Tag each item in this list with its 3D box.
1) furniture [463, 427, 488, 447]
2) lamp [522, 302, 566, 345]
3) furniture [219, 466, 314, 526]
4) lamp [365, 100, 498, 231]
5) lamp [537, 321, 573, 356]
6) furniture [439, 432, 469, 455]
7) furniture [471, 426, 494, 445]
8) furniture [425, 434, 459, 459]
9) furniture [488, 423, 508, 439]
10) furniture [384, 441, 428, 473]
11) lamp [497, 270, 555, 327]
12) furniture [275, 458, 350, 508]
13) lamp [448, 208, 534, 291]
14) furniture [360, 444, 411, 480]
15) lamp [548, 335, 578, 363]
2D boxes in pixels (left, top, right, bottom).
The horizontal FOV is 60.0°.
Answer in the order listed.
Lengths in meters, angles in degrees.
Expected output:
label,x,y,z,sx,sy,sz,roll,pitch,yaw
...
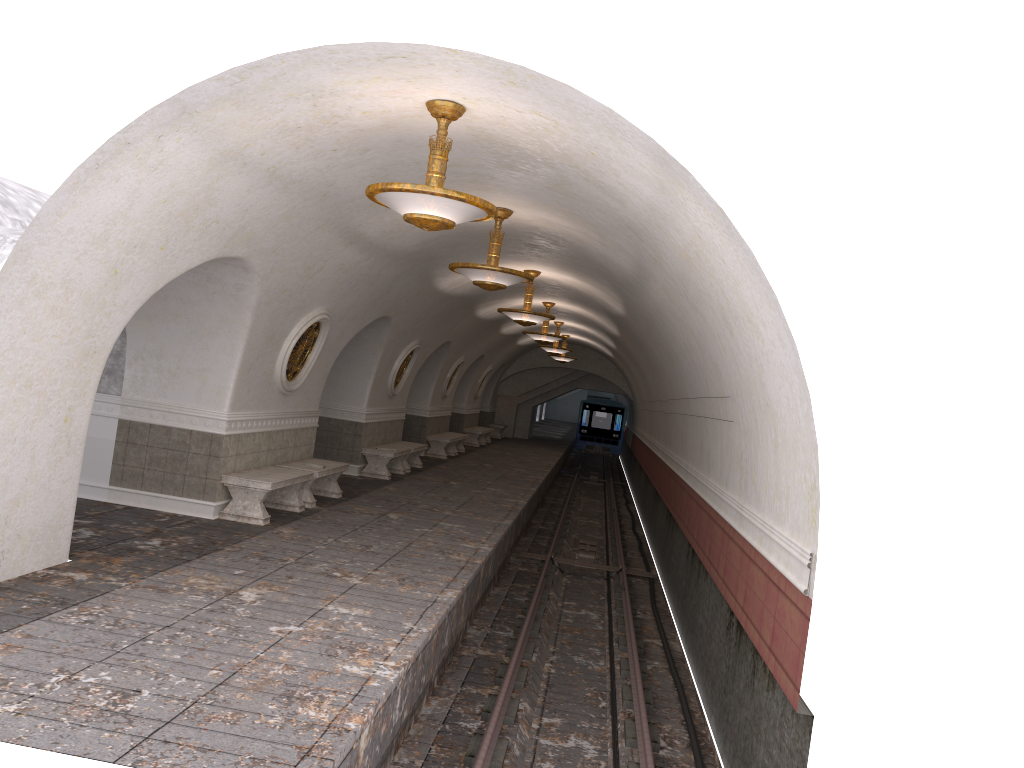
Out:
label,x,y,z,sx,sy,sz,roll,pitch,yaw
furniture,-1.207,1.726,28.808,0.613,0.508,1.509,8,0,6
lamp,0.764,-1.356,20.008,1.008,0.955,1.008,8,0,22
furniture,-3.006,1.355,10.910,0.613,0.508,1.509,8,0,6
lamp,-0.570,-1.631,6.731,1.008,0.955,1.008,8,0,-38
lamp,1.247,-1.256,24.811,1.008,0.955,1.008,8,0,22
furniture,-1.635,1.638,24.550,0.613,0.508,1.509,8,0,6
furniture,-1.039,1.761,30.481,0.613,0.508,1.509,8,0,6
furniture,-1.803,1.603,22.877,0.613,0.508,1.509,8,0,6
furniture,-0.577,1.856,35.078,0.613,0.508,1.509,8,0,6
furniture,-2.237,1.513,18.560,0.613,0.508,1.509,8,0,6
lamp,0.281,-1.456,15.204,1.008,0.955,1.008,8,0,-10
furniture,-2.838,1.389,12.583,0.613,0.508,1.509,8,0,6
lamp,-0.205,-1.556,10.367,1.008,0.955,1.008,8,0,-10
furniture,-2.405,1.479,16.887,0.613,0.508,1.509,8,0,6
lamp,1.730,-1.157,29.616,1.008,0.955,1.008,8,0,-38
